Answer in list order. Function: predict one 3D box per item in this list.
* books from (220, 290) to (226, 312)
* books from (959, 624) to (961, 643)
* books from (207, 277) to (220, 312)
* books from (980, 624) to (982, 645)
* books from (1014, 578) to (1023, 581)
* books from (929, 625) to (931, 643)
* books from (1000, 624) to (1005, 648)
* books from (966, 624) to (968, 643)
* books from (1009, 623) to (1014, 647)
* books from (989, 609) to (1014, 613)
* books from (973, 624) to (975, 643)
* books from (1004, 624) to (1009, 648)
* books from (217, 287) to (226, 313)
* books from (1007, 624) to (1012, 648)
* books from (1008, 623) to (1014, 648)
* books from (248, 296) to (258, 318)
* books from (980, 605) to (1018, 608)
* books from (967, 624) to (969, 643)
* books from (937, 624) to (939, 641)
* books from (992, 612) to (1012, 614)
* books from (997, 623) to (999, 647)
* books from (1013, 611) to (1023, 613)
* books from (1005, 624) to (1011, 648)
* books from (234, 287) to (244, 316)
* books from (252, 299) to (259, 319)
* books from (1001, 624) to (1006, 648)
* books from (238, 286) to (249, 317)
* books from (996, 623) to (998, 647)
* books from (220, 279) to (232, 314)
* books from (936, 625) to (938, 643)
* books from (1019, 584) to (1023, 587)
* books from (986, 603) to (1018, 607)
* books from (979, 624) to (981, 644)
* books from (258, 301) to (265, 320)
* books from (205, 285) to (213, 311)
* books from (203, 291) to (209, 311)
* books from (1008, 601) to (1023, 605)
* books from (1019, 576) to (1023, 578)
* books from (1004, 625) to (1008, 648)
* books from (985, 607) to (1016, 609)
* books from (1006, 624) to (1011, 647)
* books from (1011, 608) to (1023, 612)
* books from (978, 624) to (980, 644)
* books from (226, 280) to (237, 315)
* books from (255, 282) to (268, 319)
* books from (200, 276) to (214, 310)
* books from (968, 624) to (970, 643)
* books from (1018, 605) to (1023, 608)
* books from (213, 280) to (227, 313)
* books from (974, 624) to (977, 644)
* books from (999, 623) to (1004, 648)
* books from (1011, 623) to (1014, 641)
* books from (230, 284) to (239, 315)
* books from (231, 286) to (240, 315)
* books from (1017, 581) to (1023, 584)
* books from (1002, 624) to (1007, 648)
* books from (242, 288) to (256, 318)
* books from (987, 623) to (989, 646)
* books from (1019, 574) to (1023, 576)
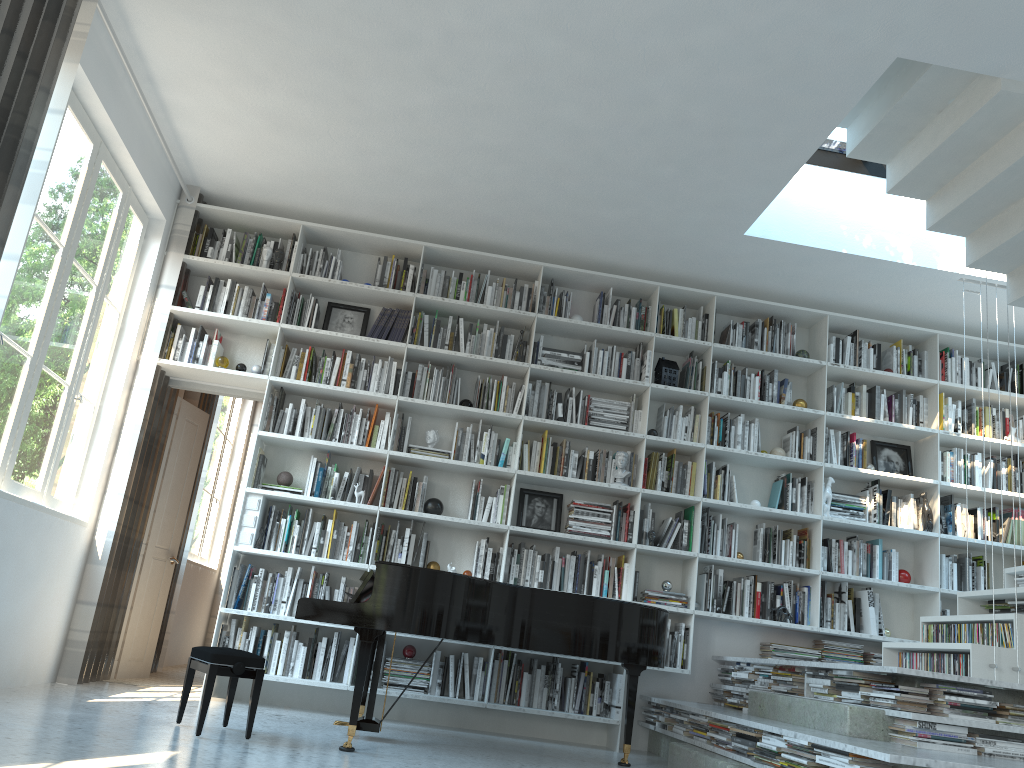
[{"bbox_3d":[-1.959,-0.511,6.044,0.010,0.208,0.165,9,-16,-5],"label":"books"},{"bbox_3d":[2.497,1.379,4.828,0.125,0.125,0.007,9,-16,-5],"label":"books"},{"bbox_3d":[-2.020,-0.560,6.037,0.023,0.281,0.186,9,-16,-5],"label":"books"},{"bbox_3d":[2.520,1.330,4.655,0.125,0.125,0.018,9,-16,-5],"label":"books"},{"bbox_3d":[3.093,1.150,5.193,0.173,0.011,0.204,11,-17,-10],"label":"books"},{"bbox_3d":[2.462,1.456,5.100,0.125,0.125,0.010,9,-16,-5],"label":"books"},{"bbox_3d":[2.542,1.284,4.488,0.125,0.123,0.034,9,-16,-5],"label":"books"},{"bbox_3d":[2.505,1.362,4.768,0.125,0.125,0.008,9,-16,-5],"label":"books"},{"bbox_3d":[2.551,1.265,4.420,0.125,0.123,0.036,9,-16,-5],"label":"books"},{"bbox_3d":[2.891,1.324,5.138,0.140,0.022,0.182,11,-17,-11],"label":"books"},{"bbox_3d":[2.512,1.347,4.715,0.125,0.125,0.009,9,-16,-5],"label":"books"},{"bbox_3d":[2.546,1.275,4.457,0.125,0.123,0.034,9,-16,-5],"label":"books"},{"bbox_3d":[-1.975,-0.526,6.056,0.024,0.238,0.156,9,-16,-5],"label":"books"},{"bbox_3d":[2.549,1.269,4.435,0.125,0.123,0.035,9,-16,-5],"label":"books"},{"bbox_3d":[2.550,1.267,4.428,0.125,0.123,0.034,9,-16,-5],"label":"books"},{"bbox_3d":[-1.774,-0.480,6.072,0.028,0.211,0.139,9,-16,-5],"label":"books"},{"bbox_3d":[2.869,1.298,5.143,0.198,0.006,0.189,10,-17,-9],"label":"books"},{"bbox_3d":[2.506,1.360,4.760,0.125,0.125,0.007,9,-16,-5],"label":"books"},{"bbox_3d":[2.472,1.435,5.025,0.125,0.125,0.010,9,-16,-5],"label":"books"},{"bbox_3d":[2.896,1.340,5.135,0.132,0.010,0.198,8,-17,-1],"label":"books"},{"bbox_3d":[2.537,1.292,4.522,0.125,0.125,0.007,9,-16,-5],"label":"books"},{"bbox_3d":[2.912,1.277,4.920,0.149,0.013,0.220,8,-17,0],"label":"books"},{"bbox_3d":[2.547,1.273,4.450,0.125,0.123,0.035,9,-16,-5],"label":"books"},{"bbox_3d":[-1.859,-0.514,6.053,0.021,0.243,0.174,9,-16,-5],"label":"books"},{"bbox_3d":[-1.747,-0.466,6.080,0.029,0.197,0.144,9,-16,-5],"label":"books"},{"bbox_3d":[2.543,1.282,4.480,0.125,0.123,0.035,9,-16,-5],"label":"books"},{"bbox_3d":[-1.824,-0.517,6.056,0.025,0.260,0.167,9,-16,-5],"label":"books"},{"bbox_3d":[2.537,1.294,4.529,0.125,0.125,0.008,9,-16,-5],"label":"books"},{"bbox_3d":[-1.937,-0.550,6.041,0.021,0.285,0.179,9,-16,-5],"label":"books"},{"bbox_3d":[2.470,1.438,5.035,0.125,0.125,0.010,9,-16,-5],"label":"books"},{"bbox_3d":[3.110,1.183,5.187,0.143,0.019,0.231,9,-17,-6],"label":"books"},{"bbox_3d":[2.890,1.292,5.147,0.161,0.012,0.195,10,-17,-7],"label":"books"},{"bbox_3d":[2.519,1.332,4.664,0.125,0.125,0.012,9,-16,-5],"label":"books"},{"bbox_3d":[-1.706,-0.455,6.073,0.031,0.182,0.151,9,-16,-5],"label":"books"},{"bbox_3d":[-2.047,-0.537,6.032,0.023,0.227,0.172,9,-16,-5],"label":"books"},{"bbox_3d":[-2.075,-0.516,6.050,0.024,0.191,0.138,9,-16,-5],"label":"books"},{"bbox_3d":[2.906,1.226,4.933,0.177,0.014,0.194,11,-17,-10],"label":"books"},{"bbox_3d":[3.105,1.140,5.198,0.157,0.014,0.181,10,-17,-9],"label":"books"},{"bbox_3d":[2.545,1.277,4.464,0.125,0.123,0.034,9,-16,-5],"label":"books"},{"bbox_3d":[2.886,1.308,5.142,0.160,0.009,0.208,10,-17,-9],"label":"books"},{"bbox_3d":[2.548,1.271,4.442,0.125,0.123,0.036,9,-16,-5],"label":"books"},{"bbox_3d":[2.900,1.263,4.922,0.189,0.012,0.156,8,-17,-2],"label":"books"},{"bbox_3d":[2.518,1.335,4.674,0.125,0.125,0.007,9,-16,-5],"label":"books"},{"bbox_3d":[-1.911,-0.543,6.063,0.037,0.291,0.156,9,-16,-5],"label":"books"},{"bbox_3d":[-1.718,-0.520,6.073,0.012,0.302,0.189,9,-16,-5],"label":"books"},{"bbox_3d":[-2.084,-0.572,6.052,0.011,0.295,0.163,9,-16,-5],"label":"books"},{"bbox_3d":[2.507,1.358,4.753,0.125,0.125,0.008,9,-16,-5],"label":"books"},{"bbox_3d":[2.928,1.245,4.931,0.133,0.017,0.179,8,-17,-1],"label":"books"},{"bbox_3d":[-1.998,-0.553,6.062,0.028,0.287,0.133,9,-16,-5],"label":"books"},{"bbox_3d":[2.514,1.344,4.704,0.125,0.125,0.016,9,-16,-5],"label":"books"},{"bbox_3d":[2.540,1.287,4.505,0.125,0.125,0.011,9,-16,-5],"label":"books"},{"bbox_3d":[2.552,1.262,4.412,0.125,0.123,0.034,9,-16,-5],"label":"books"},{"bbox_3d":[-1.886,-0.530,6.054,0.013,0.268,0.162,9,-16,-5],"label":"books"},{"bbox_3d":[-1.875,-0.519,6.052,0.012,0.248,0.192,9,-16,-5],"label":"books"},{"bbox_3d":[3.107,1.166,5.191,0.149,0.016,0.240,10,-17,-7],"label":"books"},{"bbox_3d":[2.544,1.280,4.472,0.125,0.122,0.037,9,-16,-5],"label":"books"},{"bbox_3d":[-1.797,-0.508,6.057,0.030,0.250,0.166,9,-16,-5],"label":"books"},{"bbox_3d":[2.527,1.314,4.601,0.125,0.125,0.009,9,-16,-5],"label":"books"},{"bbox_3d":[3.110,1.127,5.202,0.157,0.014,0.181,10,-17,-7],"label":"books"}]
